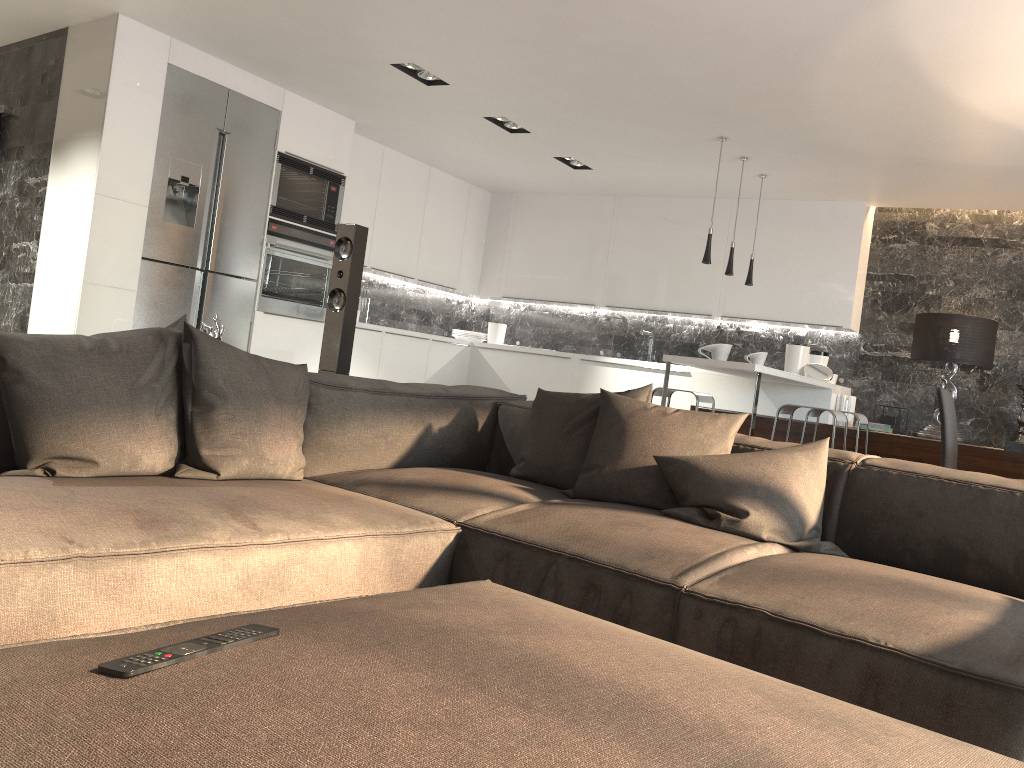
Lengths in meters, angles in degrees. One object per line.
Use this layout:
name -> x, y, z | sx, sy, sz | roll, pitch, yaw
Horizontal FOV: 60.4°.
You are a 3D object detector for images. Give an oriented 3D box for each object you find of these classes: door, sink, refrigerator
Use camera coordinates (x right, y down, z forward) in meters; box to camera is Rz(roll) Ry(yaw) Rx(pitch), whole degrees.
door -> -4.466, -0.943, 6.547 | 2.702, 2.056, 0.136 | 8, 0, 38
sink -> 1.298, -0.197, 7.816 | 1.102, 0.520, 0.532 | 8, 0, 29
refrigerator -> -2.217, -0.775, 5.793 | 0.557, 2.343, 0.913 | 7, 0, 31

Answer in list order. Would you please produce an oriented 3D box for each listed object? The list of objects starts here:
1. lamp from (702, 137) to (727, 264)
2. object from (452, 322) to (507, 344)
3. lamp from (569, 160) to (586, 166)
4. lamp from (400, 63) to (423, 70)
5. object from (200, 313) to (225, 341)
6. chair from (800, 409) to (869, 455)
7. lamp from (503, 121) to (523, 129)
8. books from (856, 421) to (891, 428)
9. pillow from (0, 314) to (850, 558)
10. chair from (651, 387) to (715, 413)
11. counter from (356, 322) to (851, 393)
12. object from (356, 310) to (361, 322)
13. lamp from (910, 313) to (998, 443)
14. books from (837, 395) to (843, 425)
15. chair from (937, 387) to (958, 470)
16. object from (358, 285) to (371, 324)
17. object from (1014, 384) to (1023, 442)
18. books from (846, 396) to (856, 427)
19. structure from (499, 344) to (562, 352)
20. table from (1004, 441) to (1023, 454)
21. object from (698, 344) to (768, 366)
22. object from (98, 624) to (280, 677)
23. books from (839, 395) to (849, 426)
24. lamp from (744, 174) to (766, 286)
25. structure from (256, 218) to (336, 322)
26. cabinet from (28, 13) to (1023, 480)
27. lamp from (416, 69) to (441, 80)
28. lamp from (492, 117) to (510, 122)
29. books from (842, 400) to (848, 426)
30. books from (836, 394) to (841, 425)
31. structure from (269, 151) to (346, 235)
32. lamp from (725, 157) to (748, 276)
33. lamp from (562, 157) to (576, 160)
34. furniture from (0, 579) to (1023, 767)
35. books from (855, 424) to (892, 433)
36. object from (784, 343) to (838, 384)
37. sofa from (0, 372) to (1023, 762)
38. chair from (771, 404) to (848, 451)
lamp -> 1.349, -1.220, 5.861 | 0.055, 0.845, 0.060 | 7, 0, 30
object -> -0.347, -0.524, 8.758 | 0.522, 0.234, 0.374 | 8, 1, 39
lamp -> 0.551, -1.819, 7.182 | 0.177, 0.077, 0.177 | 8, 1, 1
lamp -> -0.603, -1.940, 5.295 | 0.169, 0.077, 0.185 | 8, 1, 30
object -> -1.092, -0.114, 3.194 | 0.285, 0.288, 0.284 | 8, 0, 0
chair -> 2.135, 0.575, 5.894 | 0.411, 0.800, 0.439 | 7, 0, 30
lamp -> 0.023, -1.874, 6.320 | 0.173, 0.077, 0.181 | 8, 1, 13
books -> 2.751, 0.308, 6.707 | 0.224, 0.024, 0.169 | 8, 1, 8
pillow -> -0.166, 0.118, 2.596 | 2.141, 0.431, 1.036 | 7, 1, -9
chair -> 1.143, 0.440, 6.122 | 0.411, 0.800, 0.439 | 7, 0, 30
counter -> 0.435, -0.254, 7.106 | 3.850, 0.041, 2.815 | 8, 1, 29
object -> -1.315, -0.568, 7.326 | 0.094, 0.117, 0.090 | 7, 0, -11
lamp -> 3.352, -0.040, 6.751 | 0.573, 0.934, 0.612 | 8, 0, 20
books -> 2.618, 0.209, 6.973 | 0.023, 0.243, 0.183 | 7, 0, 32
chair -> 2.220, 0.534, 4.059 | 0.546, 0.965, 0.447 | 7, 0, 30
object -> -1.307, -0.680, 7.467 | 0.057, 0.336, 0.305 | 7, 0, 35
object -> 3.815, 0.253, 6.519 | 0.213, 0.486, 0.203 | 8, 0, -12
books -> 2.674, 0.217, 6.943 | 0.023, 0.243, 0.183 | 7, 0, 32
structure -> 0.280, -0.323, 8.364 | 0.596, 0.011, 0.592 | 8, 1, 30
table -> 2.894, 0.733, 3.655 | 1.531, 0.760, 1.088 | 8, 1, 29
object -> 1.433, -0.187, 5.701 | 0.418, 0.133, 0.197 | 8, 1, 30
object -> -0.362, 0.302, 1.008 | 0.049, 0.015, 0.217 | 8, 1, 31
books -> 2.624, 0.210, 6.944 | 0.018, 0.244, 0.183 | 7, 0, 32
lamp -> 1.853, -1.167, 6.685 | 0.055, 0.845, 0.060 | 7, 0, 30
structure -> -1.758, -0.839, 6.486 | 0.620, 0.651, 0.695 | 8, 0, 30
cabinet -> 1.197, -0.403, 5.673 | 6.612, 2.500, 4.650 | 8, 1, 29
lamp -> -0.505, -1.929, 5.456 | 0.173, 0.077, 0.181 | 8, 1, 13
lamp -> -0.075, -1.885, 6.159 | 0.169, 0.077, 0.185 | 8, 1, 30
books -> 2.641, 0.232, 6.935 | 0.020, 0.205, 0.162 | 7, 0, 32
books -> 2.598, 0.206, 6.979 | 0.018, 0.244, 0.183 | 7, 0, 32
structure -> -1.723, -1.405, 6.511 | 0.585, 0.450, 0.690 | 8, 1, 30
lamp -> 1.601, -1.194, 6.273 | 0.055, 0.845, 0.060 | 7, 0, 30
lamp -> 0.453, -1.830, 7.021 | 0.175, 0.077, 0.178 | 8, 1, 6
furniture -> -0.051, 0.546, 0.973 | 1.040, 0.440, 1.151 | 8, 1, 40
books -> 2.757, 0.338, 6.712 | 0.240, 0.034, 0.182 | 8, 1, 7
object -> 2.501, -0.155, 7.181 | 0.393, 0.298, 0.606 | 8, 1, 42
sofa -> -0.163, 0.384, 1.947 | 2.356, 0.704, 2.879 | 8, 1, 40
chair -> 1.751, 0.535, 5.265 | 0.411, 0.800, 0.439 | 7, 0, 30
